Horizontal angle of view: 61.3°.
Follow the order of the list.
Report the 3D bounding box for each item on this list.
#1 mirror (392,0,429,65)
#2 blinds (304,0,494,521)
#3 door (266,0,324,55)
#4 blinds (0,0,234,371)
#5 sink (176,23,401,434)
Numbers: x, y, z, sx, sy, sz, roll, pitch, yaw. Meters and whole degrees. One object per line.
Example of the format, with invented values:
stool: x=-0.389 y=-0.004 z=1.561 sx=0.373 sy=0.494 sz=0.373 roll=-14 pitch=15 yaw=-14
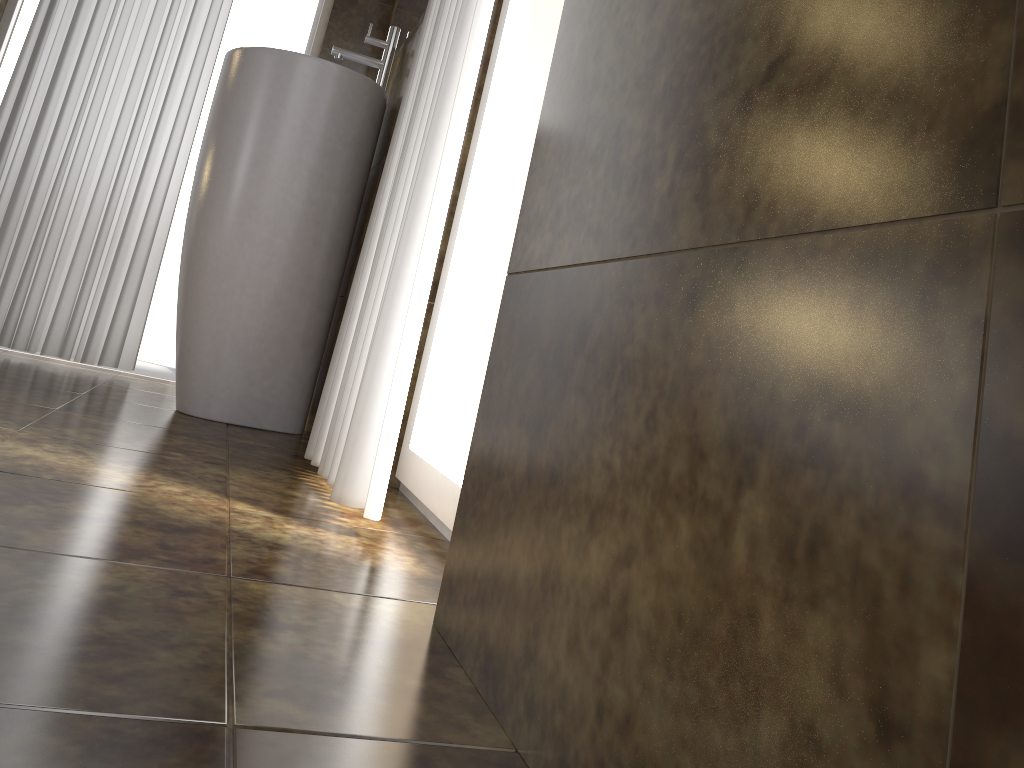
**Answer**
mirror: x=-0.201 y=-1.483 z=2.546 sx=0.008 sy=1.121 sz=0.755 roll=16 pitch=-8 yaw=-19
blinds: x=-0.057 y=-0.958 z=1.632 sx=0.066 sy=2.329 sz=0.506 roll=16 pitch=-12 yaw=-19
door: x=-0.998 y=-1.126 z=3.574 sx=0.039 sy=2.290 sz=0.951 roll=18 pitch=-11 yaw=-29
blinds: x=-1.208 y=-1.214 z=2.791 sx=0.594 sy=2.342 sz=0.066 roll=15 pitch=-12 yaw=-16
sink: x=-0.624 y=-0.480 z=2.269 sx=0.433 sy=1.169 sz=0.447 roll=14 pitch=-10 yaw=-15
